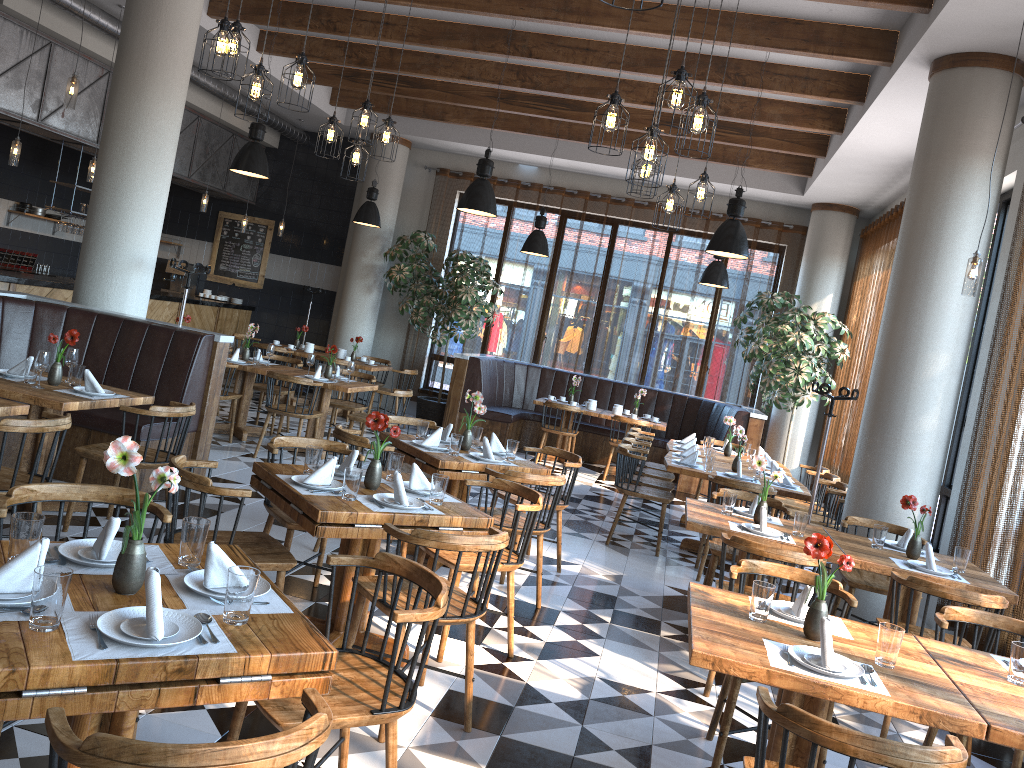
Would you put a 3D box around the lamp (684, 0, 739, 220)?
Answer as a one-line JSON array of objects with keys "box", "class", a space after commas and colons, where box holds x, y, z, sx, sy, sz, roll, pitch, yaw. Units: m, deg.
[{"box": [1.439, -2.142, 5.951, 0.174, 2.069, 0.176, 10, 2, -37], "class": "lamp"}]

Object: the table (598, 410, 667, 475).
[{"box": [1.516, 0.820, 11.546, 0.851, 0.763, 0.850, 11, 3, 11], "class": "table"}]

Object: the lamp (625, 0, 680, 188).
[{"box": [0.858, -2.025, 4.446, 0.175, 2.069, 0.174, 12, 1, 30], "class": "lamp"}]

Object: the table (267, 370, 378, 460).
[{"box": [-1.954, 0.318, 8.929, 0.851, 0.763, 0.850, 11, 3, 11], "class": "table"}]

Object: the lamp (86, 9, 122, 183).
[{"box": [-4.111, -3.019, 9.008, 0.078, 1.962, 0.078, 11, 1, -4], "class": "lamp"}]

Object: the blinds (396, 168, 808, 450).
[{"box": [1.171, -1.008, 13.077, 5.551, 3.578, 0.155, 11, 1, 11], "class": "blinds"}]

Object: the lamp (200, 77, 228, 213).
[{"box": [-3.699, -3.127, 11.114, 0.078, 1.962, 0.078, 11, 1, 18], "class": "lamp"}]

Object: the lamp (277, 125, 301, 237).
[{"box": [-3.292, -3.177, 13.258, 0.078, 1.962, 0.078, 12, 2, 43], "class": "lamp"}]

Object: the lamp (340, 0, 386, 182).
[{"box": [-0.969, -2.503, 6.425, 0.175, 2.069, 0.174, 12, 1, 28], "class": "lamp"}]

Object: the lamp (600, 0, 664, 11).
[{"box": [0.474, -1.949, 2.115, 0.175, 2.069, 0.175, 11, 1, 5], "class": "lamp"}]

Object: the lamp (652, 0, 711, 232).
[{"box": [1.214, -2.047, 5.865, 0.175, 2.069, 0.175, 11, 1, -4], "class": "lamp"}]

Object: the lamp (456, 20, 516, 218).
[{"box": [-0.149, -2.490, 8.144, 0.390, 1.863, 0.391, 11, 1, -2], "class": "lamp"}]

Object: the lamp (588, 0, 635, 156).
[{"box": [0.668, -2.197, 4.480, 0.175, 2.069, 0.175, 11, 1, -4], "class": "lamp"}]

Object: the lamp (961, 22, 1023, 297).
[{"box": [2.836, -1.475, 5.123, 0.078, 1.962, 0.078, 11, 1, -14], "class": "lamp"}]

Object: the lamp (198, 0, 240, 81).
[{"box": [-1.371, -2.645, 4.662, 0.174, 2.069, 0.176, 10, 1, -30], "class": "lamp"}]

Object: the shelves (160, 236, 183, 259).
[{"box": [-5.922, -2.287, 14.419, 1.043, 0.297, 0.300, 12, 2, 11], "class": "shelves"}]

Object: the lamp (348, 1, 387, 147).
[{"box": [-0.870, -2.705, 6.196, 0.175, 2.069, 0.174, 12, 1, 28], "class": "lamp"}]

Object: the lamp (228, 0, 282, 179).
[{"box": [-2.374, -2.947, 8.576, 0.390, 1.863, 0.391, 11, 1, -12], "class": "lamp"}]

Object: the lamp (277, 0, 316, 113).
[{"box": [-1.021, -2.549, 4.900, 0.176, 2.069, 0.174, 12, 2, 38], "class": "lamp"}]

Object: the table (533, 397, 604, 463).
[{"box": [0.693, 0.651, 11.706, 0.851, 0.763, 0.850, 11, 3, 11], "class": "table"}]

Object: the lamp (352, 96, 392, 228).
[{"box": [-1.762, -3.034, 11.786, 0.389, 1.863, 0.392, 10, 2, -32], "class": "lamp"}]

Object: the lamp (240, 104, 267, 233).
[{"box": [-3.520, -3.044, 12.170, 0.078, 1.962, 0.078, 12, 2, 40], "class": "lamp"}]

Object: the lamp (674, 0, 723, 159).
[{"box": [1.087, -2.152, 4.364, 0.175, 2.069, 0.175, 11, 1, 19], "class": "lamp"}]

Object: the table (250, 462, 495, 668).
[{"box": [-0.727, 0.863, 4.125, 0.861, 0.763, 0.868, 9, 3, -34], "class": "table"}]

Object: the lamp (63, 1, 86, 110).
[{"box": [-3.063, -2.984, 6.476, 0.078, 1.962, 0.078, 11, 1, -14], "class": "lamp"}]

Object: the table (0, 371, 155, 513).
[{"box": [-2.832, 0.381, 5.310, 0.851, 0.763, 0.850, 11, 3, 11], "class": "table"}]

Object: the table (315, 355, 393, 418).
[{"box": [-2.223, 0.068, 12.031, 0.851, 0.763, 0.850, 11, 3, 11], "class": "table"}]

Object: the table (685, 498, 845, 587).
[{"box": [1.379, 1.199, 5.215, 0.851, 0.763, 0.850, 11, 3, 11], "class": "table"}]

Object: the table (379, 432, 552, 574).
[{"box": [-0.390, 0.814, 5.893, 0.861, 0.763, 0.868, 9, 3, -34], "class": "table"}]

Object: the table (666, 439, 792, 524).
[{"box": [2.092, 1.099, 8.919, 1.218, 0.763, 1.213, 12, 3, 14], "class": "table"}]

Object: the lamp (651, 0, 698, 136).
[{"box": [0.953, -2.226, 4.216, 0.175, 2.069, 0.174, 12, 1, 30], "class": "lamp"}]

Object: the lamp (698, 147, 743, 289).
[{"box": [2.665, -2.126, 10.928, 0.391, 1.863, 0.389, 11, 1, 23], "class": "lamp"}]

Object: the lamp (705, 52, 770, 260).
[{"box": [2.053, -2.039, 7.718, 0.390, 1.863, 0.391, 11, 1, -12], "class": "lamp"}]

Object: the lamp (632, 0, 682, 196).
[{"box": [1.093, -2.315, 6.020, 0.175, 2.069, 0.175, 11, 1, -4], "class": "lamp"}]

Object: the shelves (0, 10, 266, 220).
[{"box": [-4.993, -2.918, 11.429, 0.683, 1.793, 5.865, 11, 3, 10], "class": "shelves"}]

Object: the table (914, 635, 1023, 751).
[{"box": [1.792, 1.427, 2.893, 0.851, 0.763, 0.850, 11, 3, 11], "class": "table"}]

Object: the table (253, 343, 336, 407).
[{"box": [-3.046, -0.101, 12.191, 0.851, 0.763, 0.850, 11, 3, 11], "class": "table"}]

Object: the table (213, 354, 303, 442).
[{"box": [-2.777, 0.150, 9.089, 0.851, 0.763, 0.850, 11, 3, 11], "class": "table"}]

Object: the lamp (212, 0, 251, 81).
[{"box": [-1.372, -2.716, 4.868, 0.174, 2.069, 0.175, 11, 1, -19], "class": "lamp"}]

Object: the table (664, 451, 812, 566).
[{"box": [1.855, 1.133, 7.680, 1.218, 0.763, 1.213, 12, 3, 14], "class": "table"}]

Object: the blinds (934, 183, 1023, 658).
[{"box": [2.611, -0.054, 2.512, 0.160, 3.576, 7.266, 11, 3, 10], "class": "blinds"}]

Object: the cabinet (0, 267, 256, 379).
[{"box": [-6.241, -0.882, 11.570, 3.032, 1.163, 5.994, 12, 4, 10], "class": "cabinet"}]

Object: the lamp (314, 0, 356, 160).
[{"box": [-1.159, -2.675, 6.455, 0.175, 2.069, 0.175, 11, 1, -5], "class": "lamp"}]

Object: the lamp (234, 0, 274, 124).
[{"box": [-1.216, -2.445, 4.764, 0.174, 2.069, 0.175, 11, 1, -19], "class": "lamp"}]

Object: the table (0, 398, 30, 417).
[{"box": [-3.039, 0.410, 4.226, 0.851, 0.763, 0.850, 11, 3, 11], "class": "table"}]

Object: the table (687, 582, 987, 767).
[{"box": [0.967, 1.258, 3.053, 0.851, 0.763, 0.850, 11, 3, 11], "class": "table"}]

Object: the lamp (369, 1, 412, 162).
[{"box": [-0.738, -2.631, 6.347, 0.175, 2.069, 0.175, 11, 1, 17], "class": "lamp"}]

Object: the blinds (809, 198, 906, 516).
[{"box": [4.126, -0.269, 10.421, 0.155, 3.578, 3.198, 11, 2, 11], "class": "blinds"}]

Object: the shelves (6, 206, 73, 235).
[{"box": [-7.044, -2.412, 13.253, 0.300, 0.297, 1.041, 11, 3, 10], "class": "shelves"}]

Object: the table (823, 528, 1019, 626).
[{"box": [2.205, 1.368, 5.055, 0.851, 0.763, 0.850, 11, 3, 11], "class": "table"}]

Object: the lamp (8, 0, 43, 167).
[{"box": [-4.319, -2.934, 7.977, 0.078, 1.962, 0.078, 12, 2, 43], "class": "lamp"}]

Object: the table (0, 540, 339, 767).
[{"box": [-1.076, 0.912, 2.299, 0.861, 0.763, 0.868, 9, 3, -34], "class": "table"}]

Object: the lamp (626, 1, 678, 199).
[{"box": [1.040, -2.255, 5.817, 0.175, 2.069, 0.175, 11, 1, -15], "class": "lamp"}]

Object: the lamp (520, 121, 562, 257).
[{"box": [0.464, -2.578, 11.355, 0.391, 1.863, 0.390, 11, 1, 13], "class": "lamp"}]
